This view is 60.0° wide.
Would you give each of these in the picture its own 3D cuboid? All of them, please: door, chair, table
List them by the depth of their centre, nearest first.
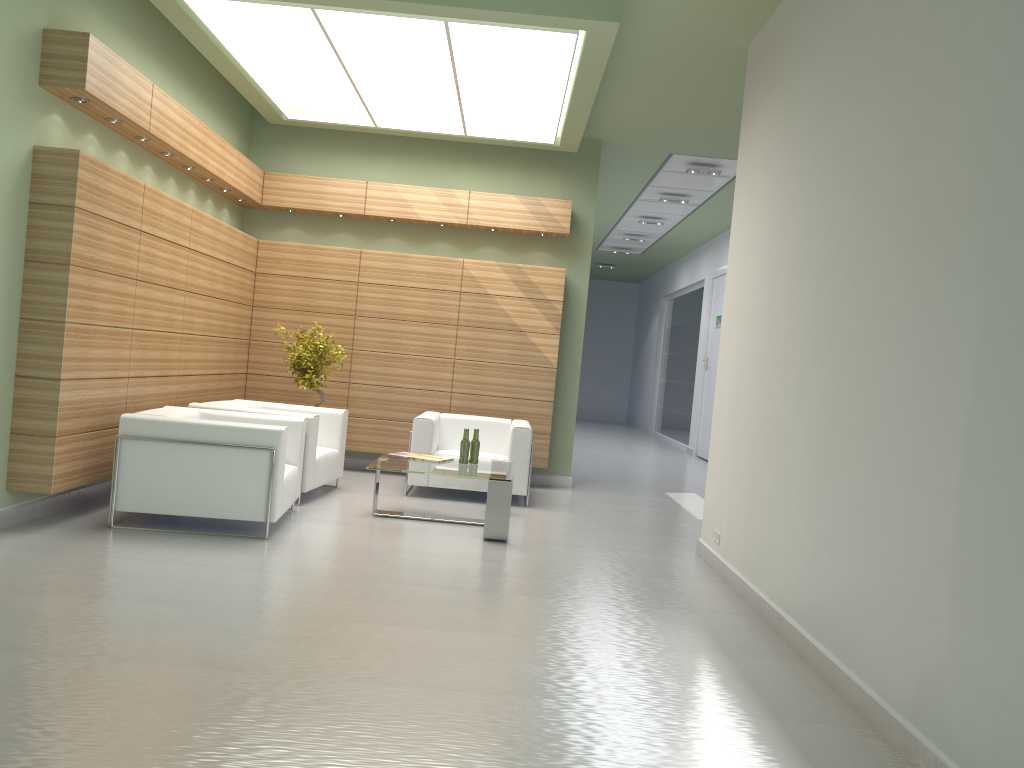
[{"bbox_3d":[-3.483,0.986,10.504,1.802,1.234,1.894,5,1,-5],"label":"chair"},{"bbox_3d":[-0.910,1.419,11.730,1.783,0.742,2.197,5,1,-1],"label":"table"},{"bbox_3d":[-3.482,0.936,12.828,1.769,1.234,1.894,5,1,4],"label":"chair"},{"bbox_3d":[-0.649,1.169,14.294,1.894,1.234,1.802,5,1,-1],"label":"chair"},{"bbox_3d":[5.532,-0.462,24.378,0.250,5.083,2.089,5,1,-1],"label":"door"}]

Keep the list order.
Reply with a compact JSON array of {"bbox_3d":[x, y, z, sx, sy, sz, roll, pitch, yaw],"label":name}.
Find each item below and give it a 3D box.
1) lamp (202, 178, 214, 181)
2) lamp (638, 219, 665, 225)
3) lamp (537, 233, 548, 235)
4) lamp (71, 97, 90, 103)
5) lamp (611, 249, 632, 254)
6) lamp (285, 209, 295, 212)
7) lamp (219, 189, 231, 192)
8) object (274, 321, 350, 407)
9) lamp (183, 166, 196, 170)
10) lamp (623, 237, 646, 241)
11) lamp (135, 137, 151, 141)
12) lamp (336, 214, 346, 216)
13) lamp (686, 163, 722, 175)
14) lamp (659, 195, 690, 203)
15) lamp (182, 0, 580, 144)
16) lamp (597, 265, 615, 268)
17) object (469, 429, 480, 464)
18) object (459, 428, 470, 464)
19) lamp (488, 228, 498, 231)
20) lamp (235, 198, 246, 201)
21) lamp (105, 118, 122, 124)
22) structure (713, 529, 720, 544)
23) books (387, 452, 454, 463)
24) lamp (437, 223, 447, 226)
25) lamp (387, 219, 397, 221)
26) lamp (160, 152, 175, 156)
[{"bbox_3d":[-4.597,-3.118,13.420,0.181,0.074,0.181,5,1,-17],"label":"lamp"},{"bbox_3d":[3.717,-4.347,23.610,0.657,0.159,0.286,5,1,-1],"label":"lamp"},{"bbox_3d":[0.543,-2.689,15.760,0.181,0.074,0.181,5,1,-6],"label":"lamp"},{"bbox_3d":[-4.570,-3.030,9.397,0.181,0.074,0.181,5,1,-29],"label":"lamp"},{"bbox_3d":[3.676,-4.482,29.790,0.657,0.159,0.286,5,1,-1],"label":"lamp"},{"bbox_3d":[-3.926,-3.104,15.721,0.181,0.074,0.181,5,1,-6],"label":"lamp"},{"bbox_3d":[-4.602,-3.136,14.240,0.181,0.074,0.181,5,1,-29],"label":"lamp"},{"bbox_3d":[-3.388,0.233,14.448,1.201,2.565,1.116,5,1,-32],"label":"object"},{"bbox_3d":[-4.591,-3.100,12.622,0.181,0.074,0.181,5,1,-17],"label":"lamp"},{"bbox_3d":[3.696,-4.416,26.743,0.657,0.159,0.286,5,1,-1],"label":"lamp"},{"bbox_3d":[-4.580,-3.065,11.006,0.181,0.074,0.181,5,1,-17],"label":"lamp"},{"bbox_3d":[-3.031,-3.021,15.729,0.181,0.074,0.181,5,1,-6],"label":"lamp"},{"bbox_3d":[3.760,-4.211,17.371,0.657,0.159,0.286,5,1,-1],"label":"lamp"},{"bbox_3d":[3.739,-4.278,20.422,0.657,0.159,0.286,5,1,-1],"label":"lamp"},{"bbox_3d":[-1.513,-4.407,12.580,4.571,0.325,5.060,5,1,-1],"label":"lamp"},{"bbox_3d":[3.646,-4.580,34.252,0.657,0.159,0.286,5,1,-1],"label":"lamp"},{"bbox_3d":[-0.498,0.840,11.971,0.131,0.475,0.131,4,1,-36],"label":"object"},{"bbox_3d":[-0.626,0.830,11.849,0.131,0.475,0.131,4,1,-36],"label":"object"},{"bbox_3d":[-0.339,-2.771,15.753,0.181,0.074,0.181,4,2,-40],"label":"lamp"},{"bbox_3d":[-4.608,-3.153,15.049,0.181,0.074,0.181,5,1,-17],"label":"lamp"},{"bbox_3d":[-4.575,-3.047,10.194,0.181,0.074,0.181,5,1,-17],"label":"lamp"},{"bbox_3d":[2.383,1.774,10.324,0.017,0.118,0.262,5,1,-1],"label":"structure"},{"bbox_3d":[-1.242,0.994,12.070,0.762,0.025,0.508,6,1,19],"label":"books"},{"bbox_3d":[-1.238,-2.855,15.745,0.181,0.074,0.181,5,1,-6],"label":"lamp"},{"bbox_3d":[-2.125,-2.937,15.737,0.181,0.074,0.181,4,2,-40],"label":"lamp"},{"bbox_3d":[-4.586,-3.082,11.808,0.181,0.074,0.181,5,1,-29],"label":"lamp"}]
